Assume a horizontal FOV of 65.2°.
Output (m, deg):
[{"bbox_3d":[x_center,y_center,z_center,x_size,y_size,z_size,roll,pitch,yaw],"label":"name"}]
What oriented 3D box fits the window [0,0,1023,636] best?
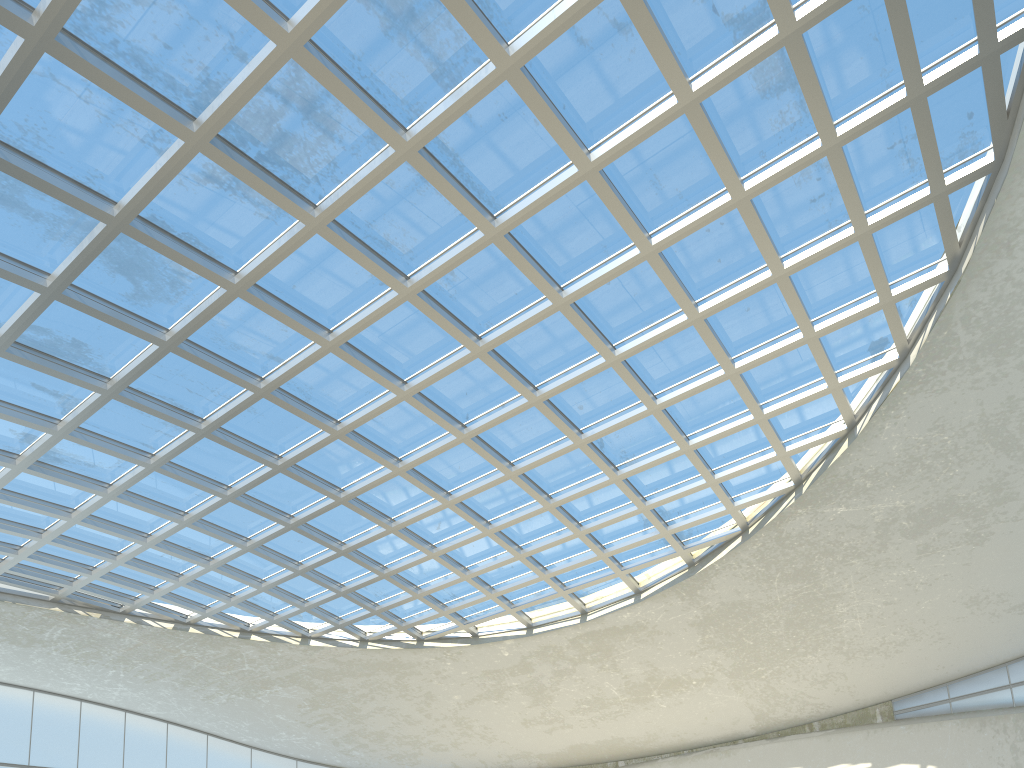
[{"bbox_3d":[-15.809,2.988,42.785,82.846,9.760,86.100,-24,-39,28],"label":"window"}]
